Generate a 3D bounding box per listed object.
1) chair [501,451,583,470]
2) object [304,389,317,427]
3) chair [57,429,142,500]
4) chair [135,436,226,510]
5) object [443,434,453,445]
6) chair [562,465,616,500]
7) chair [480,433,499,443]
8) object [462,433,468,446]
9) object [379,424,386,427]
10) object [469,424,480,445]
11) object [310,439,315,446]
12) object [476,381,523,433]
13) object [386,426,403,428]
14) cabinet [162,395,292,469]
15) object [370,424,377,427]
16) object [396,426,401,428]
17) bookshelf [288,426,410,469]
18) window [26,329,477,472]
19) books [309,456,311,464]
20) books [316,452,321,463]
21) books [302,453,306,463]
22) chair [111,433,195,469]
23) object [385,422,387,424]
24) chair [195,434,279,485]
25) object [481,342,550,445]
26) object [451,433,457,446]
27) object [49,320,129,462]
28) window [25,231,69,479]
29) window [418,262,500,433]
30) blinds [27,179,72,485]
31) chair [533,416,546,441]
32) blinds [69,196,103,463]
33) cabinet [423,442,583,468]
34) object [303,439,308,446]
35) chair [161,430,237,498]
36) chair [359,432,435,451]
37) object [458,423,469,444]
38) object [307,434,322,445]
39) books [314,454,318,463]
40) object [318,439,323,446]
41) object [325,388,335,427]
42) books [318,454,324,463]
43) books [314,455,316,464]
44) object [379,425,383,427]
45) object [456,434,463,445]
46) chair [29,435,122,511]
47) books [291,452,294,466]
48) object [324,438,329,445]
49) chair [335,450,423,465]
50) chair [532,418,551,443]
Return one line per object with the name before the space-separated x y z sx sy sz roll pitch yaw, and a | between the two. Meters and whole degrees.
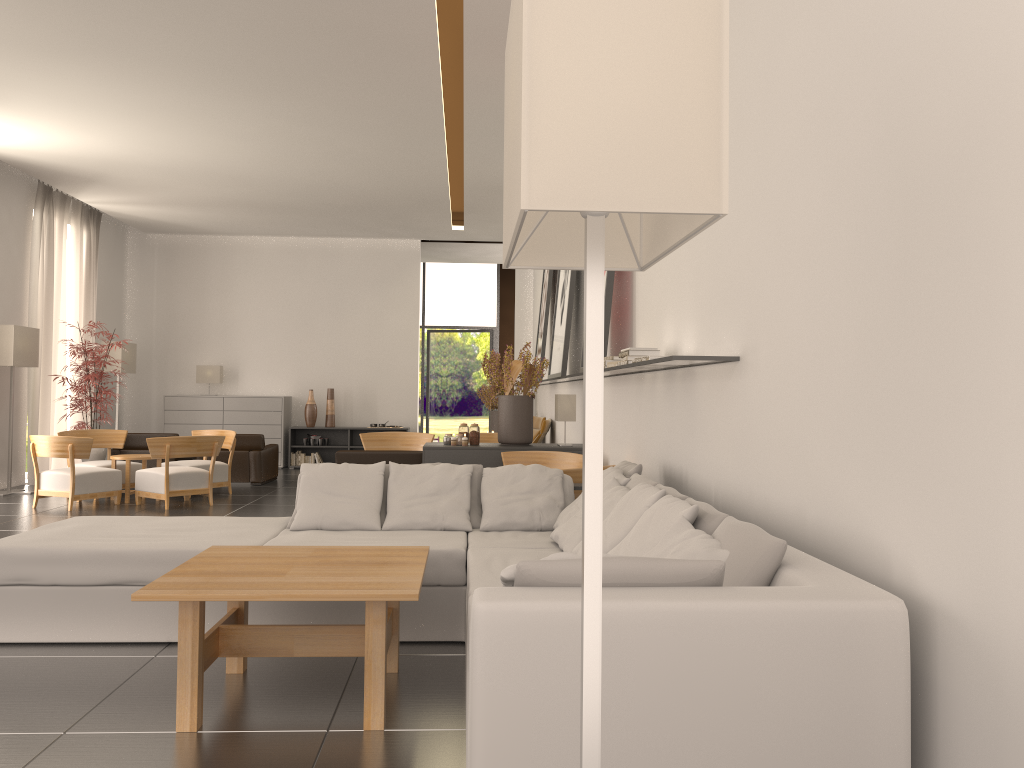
chair | 0.247 1.512 11.483 1.452 1.227 1.150 0 -2 37
object | -5.280 0.640 23.287 0.326 0.993 0.326 0 -2 20
chair | -7.730 1.487 16.738 1.151 1.227 1.451 0 -1 32
chair | -5.803 1.492 15.406 1.150 1.227 1.451 -1 -2 42
object | -0.929 0.810 12.997 0.157 0.158 0.157 1 -1 -30
chair | 0.475 1.493 9.792 1.150 1.227 1.451 -1 -2 42
chair | -0.342 1.563 16.870 1.452 1.227 1.150 1 -1 -3
object | -0.674 0.794 12.717 0.080 0.187 0.080 0 -2 6
object | -3.469 1.110 23.714 0.188 0.082 0.188 0 -1 11
object | -0.548 0.731 12.990 0.157 0.325 0.157 0 -2 34
object | -5.221 1.525 23.213 0.135 0.179 0.136 1 -1 -2
object | -0.338 0.639 22.493 0.927 1.554 1.585 0 -1 25
object | -3.138 1.137 23.573 0.405 0.034 0.293 0 -1 45
cabinet | -7.498 1.249 23.437 3.080 1.877 1.039 1 -2 -3
object | -3.693 1.108 23.707 0.188 0.082 0.188 1 -1 -43
object | -2.989 1.132 23.354 0.112 0.040 0.034 1 -1 -14
bookshelf | -4.276 1.687 23.472 3.080 1.080 0.740 1 -1 -3
window | 0.257 -3.195 24.948 99.116 20.594 48.602 1 -1 -3
books | -5.287 2.011 23.267 0.054 0.249 0.167 1 -1 -3
books | -5.061 1.962 23.246 0.138 0.355 0.236 1 -1 -3
books | -5.451 1.977 23.221 0.054 0.311 0.244 1 -1 -3
chair | -7.807 1.586 19.305 1.538 1.076 1.499 1 -1 -3
object | -3.422 1.060 23.750 0.261 0.152 0.086 1 -2 -35
chair | -6.023 1.607 19.400 1.538 1.076 1.499 1 -1 -3
object | 0.256 0.129 13.168 1.422 1.554 1.436 0 -1 9
object | -0.839 0.793 12.784 0.076 0.187 0.076 0 -2 13
object | -8.593 0.412 17.987 1.489 3.400 1.770 1 -2 -18
window | -10.648 -0.800 19.894 0.110 5.753 2.642 1 -2 -3
window | -5.600 -1.375 30.546 10.308 7.386 0.100 1 -2 -3
blinds | -9.991 -1.113 19.080 0.415 6.436 1.549 1 -2 1
chair | -0.511 1.483 20.334 2.421 1.487 1.299 1 -1 -13
blinds | -10.080 -1.093 20.770 0.417 6.436 1.549 1 -2 -7
cabinet | -0.090 1.519 13.032 2.400 1.240 1.119 1 -1 -3
object | -5.425 1.524 23.277 0.135 0.179 0.136 1 -1 -2
chair | -6.031 1.511 17.096 1.452 1.227 1.150 0 -2 37
chair | -2.199 1.541 16.771 1.452 1.227 1.150 1 -1 -3
object | -0.712 0.730 13.092 0.157 0.325 0.157 1 -2 -11
object | -5.224 1.462 23.425 0.413 0.310 0.142 0 -2 12
books | -5.097 1.977 23.236 0.130 0.322 0.252 1 -1 -3
object | -5.015 1.528 23.252 0.136 0.179 0.135 2 -2 -32
object | -4.819 0.632 23.533 0.262 1.026 0.262 1 -2 0
books | -5.001 1.993 23.240 0.142 0.290 0.252 1 -1 -3
books | -5.170 1.984 23.238 0.017 0.305 0.239 1 -1 -3
object | -3.547 1.118 23.459 0.292 0.058 0.086 1 -1 -16
object | -0.764 0.811 12.894 0.157 0.158 0.157 1 -1 -30
chair | -7.448 1.470 15.102 1.452 1.227 1.150 0 -1 22
books | -5.752 1.960 23.201 0.022 0.339 0.253 1 -1 -3
object | -4.916 1.532 23.464 0.135 0.179 0.135 1 -1 3
chair | -2.091 1.589 14.435 1.538 1.076 1.499 1 -1 -3
chair | -0.411 1.460 18.482 2.421 1.487 1.299 1 -1 7
